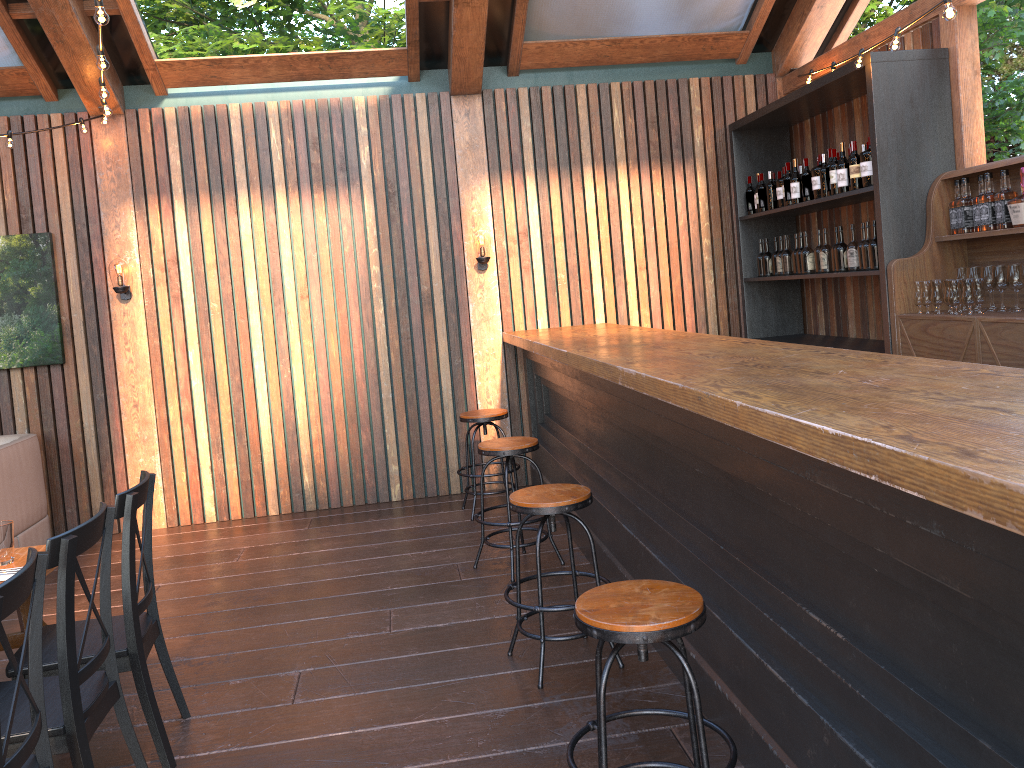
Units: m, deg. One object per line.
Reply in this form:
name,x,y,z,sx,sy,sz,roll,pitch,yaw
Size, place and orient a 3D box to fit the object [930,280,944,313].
object,2.432,-0.502,5.057,0.070,0.185,0.070,-5,3,-3

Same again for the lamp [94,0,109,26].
lamp,-1.621,-1.474,3.488,0.056,0.120,0.057,-3,4,38

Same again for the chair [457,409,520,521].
chair,-0.177,0.572,6.515,0.468,0.733,0.469,-5,3,0

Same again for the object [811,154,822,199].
object,2.156,-1.439,6.160,0.136,0.315,0.137,-2,4,44

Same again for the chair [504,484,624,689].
chair,0.194,0.832,3.805,0.469,0.733,0.468,-7,4,-32

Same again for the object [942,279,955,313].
object,2.454,-0.495,4.973,0.070,0.185,0.070,-5,3,-3

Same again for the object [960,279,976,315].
object,2.409,-0.458,4.666,0.070,0.185,0.070,-5,3,-3

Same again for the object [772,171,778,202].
object,2.041,-1.512,6.939,0.078,0.311,0.078,-5,3,-12

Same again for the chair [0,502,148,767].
chair,-1.491,0.946,2.771,0.540,1.017,0.478,-5,3,-7

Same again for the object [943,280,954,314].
object,2.400,-0.476,4.841,0.070,0.185,0.070,-5,3,-3

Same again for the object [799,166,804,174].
object,2.189,-1.490,6.659,0.075,0.302,0.075,-5,3,9

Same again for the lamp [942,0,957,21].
lamp,1.838,-1.589,3.720,0.056,0.121,0.056,-4,3,25

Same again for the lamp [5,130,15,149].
lamp,-3.253,-1.582,5.733,0.066,0.117,0.057,-4,3,22

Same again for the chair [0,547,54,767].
chair,-1.415,0.999,2.216,0.540,1.017,0.478,-6,3,-12

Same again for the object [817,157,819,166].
object,2.201,-1.459,6.309,0.078,0.311,0.078,-5,3,-12

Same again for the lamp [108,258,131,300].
lamp,-2.962,-0.794,6.698,0.146,0.319,0.178,-5,3,-7

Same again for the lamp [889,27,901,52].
lamp,1.934,-1.740,4.470,0.061,0.119,0.056,-5,3,-8

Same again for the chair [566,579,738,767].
chair,0.380,0.962,2.450,0.467,0.733,0.470,-4,4,16

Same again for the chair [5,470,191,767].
chair,-1.567,0.892,3.326,0.540,1.017,0.478,-6,3,-12

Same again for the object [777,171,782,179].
object,2.122,-1.523,6.983,0.078,0.308,0.077,-6,3,-29

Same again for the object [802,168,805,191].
object,2.125,-1.457,6.360,0.078,0.311,0.078,-5,3,-12

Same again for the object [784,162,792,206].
object,2.053,-1.478,6.547,0.081,0.323,0.081,-6,3,-29

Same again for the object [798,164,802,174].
object,2.213,-1.514,6.759,0.081,0.323,0.081,-6,3,-29

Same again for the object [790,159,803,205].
object,2.073,-1.473,6.446,0.088,0.333,0.087,-6,3,-27

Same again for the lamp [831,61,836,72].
lamp,2.159,-2.107,5.956,0.058,0.119,0.057,-3,4,37

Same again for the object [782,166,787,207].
object,2.069,-1.480,6.640,0.077,0.306,0.077,-5,3,9

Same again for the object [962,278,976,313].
object,2.481,-0.478,4.795,0.070,0.185,0.070,-5,3,-3

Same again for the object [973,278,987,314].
object,2.487,-0.469,4.712,0.070,0.185,0.070,-5,3,-3

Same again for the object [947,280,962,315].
object,2.382,-0.465,4.759,0.070,0.185,0.070,-5,3,-3

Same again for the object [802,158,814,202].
object,2.092,-1.443,6.265,0.078,0.308,0.077,-6,3,-29

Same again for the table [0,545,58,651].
table,-2.071,1.177,2.442,0.951,0.727,2.440,-6,6,-7

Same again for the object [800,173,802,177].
object,2.180,-1.481,6.526,0.136,0.315,0.137,-2,4,44

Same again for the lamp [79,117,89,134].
lamp,-3.121,-1.879,6.445,0.056,0.118,0.065,-2,4,43

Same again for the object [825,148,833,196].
object,2.154,-1.423,5.953,0.081,0.323,0.081,-6,3,-29

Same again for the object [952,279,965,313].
object,2.471,-0.487,4.890,0.070,0.185,0.070,-5,3,-3

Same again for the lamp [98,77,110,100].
lamp,-2.250,-1.626,4.872,0.056,0.119,0.059,-3,4,36

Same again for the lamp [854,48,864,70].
lamp,2.044,-1.913,5.214,0.062,0.119,0.056,-5,3,-2

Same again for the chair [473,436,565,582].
chair,0.008,0.702,5.160,0.469,0.733,0.468,-6,4,-24

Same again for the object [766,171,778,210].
object,2.011,-1.496,6.852,0.075,0.302,0.075,-5,3,9

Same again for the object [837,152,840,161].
object,2.244,-1.433,6.062,0.077,0.306,0.077,-5,3,9

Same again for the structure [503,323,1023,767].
structure,0.863,0.493,3.895,0.857,1.269,6.828,-5,6,-7

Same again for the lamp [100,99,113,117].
lamp,-2.546,-1.741,5.562,0.056,0.119,0.061,-4,3,9

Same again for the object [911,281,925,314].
object,2.349,-0.500,5.108,0.070,0.185,0.070,-5,3,-3

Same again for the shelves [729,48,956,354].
shelves,2.328,-0.682,6.391,0.502,2.820,2.209,-5,4,-7

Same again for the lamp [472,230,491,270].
lamp,-0.238,-1.069,7.064,0.146,0.319,0.178,-5,3,-7

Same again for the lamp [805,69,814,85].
lamp,2.246,-2.317,6.690,0.067,0.117,0.056,-6,3,-21

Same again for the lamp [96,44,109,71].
lamp,-1.936,-1.540,4.180,0.056,0.119,0.056,-2,4,42

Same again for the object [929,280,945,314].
object,2.368,-0.482,4.925,0.070,0.185,0.070,-5,3,-3

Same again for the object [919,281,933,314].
object,2.354,-0.491,5.022,0.070,0.185,0.070,-5,3,-3

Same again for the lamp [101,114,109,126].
lamp,-2.875,-1.885,6.244,0.056,0.120,0.056,-2,4,44

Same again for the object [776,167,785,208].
object,2.088,-1.497,6.757,0.136,0.315,0.137,-2,4,44

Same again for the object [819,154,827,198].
object,2.143,-1.420,6.045,0.075,0.302,0.075,-6,3,-24
